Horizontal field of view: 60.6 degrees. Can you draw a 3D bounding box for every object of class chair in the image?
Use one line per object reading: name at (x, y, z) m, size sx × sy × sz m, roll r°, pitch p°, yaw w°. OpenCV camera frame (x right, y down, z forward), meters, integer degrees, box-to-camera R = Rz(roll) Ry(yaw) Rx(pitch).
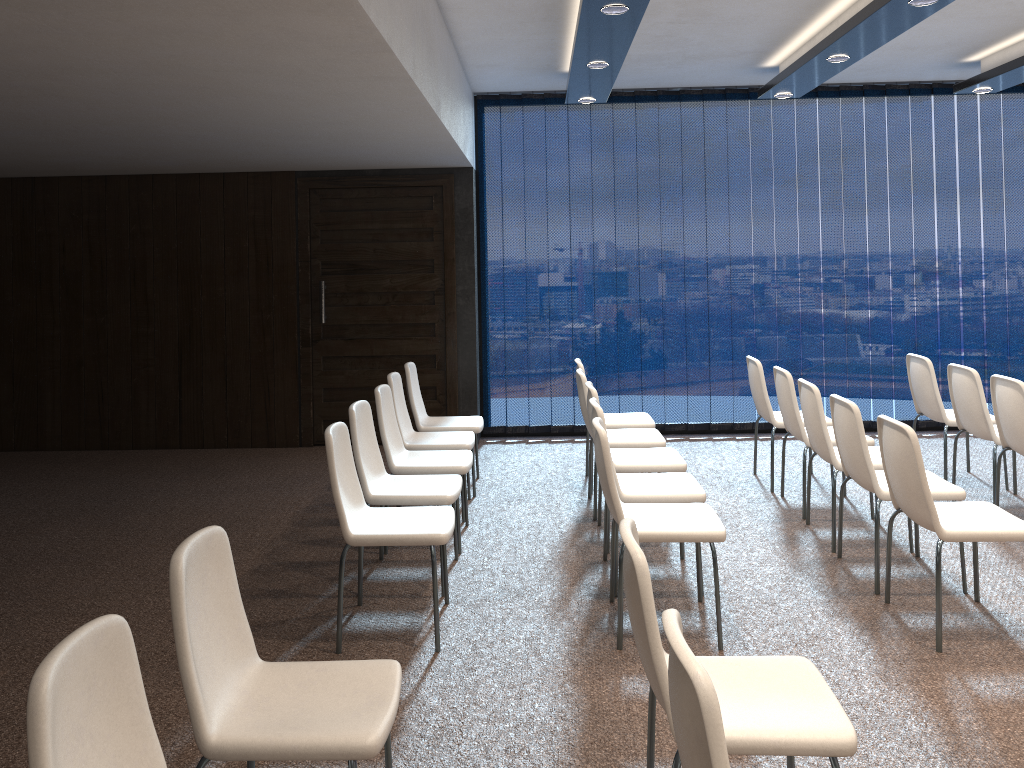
chair at (-0.483, 0.293, 6.296) m, size 0.558 × 0.900 × 0.533 m, roll -1°, pitch 1°, yaw 1°
chair at (3.122, 0.235, 6.189) m, size 0.558 × 0.900 × 0.533 m, roll -1°, pitch 1°, yaw 1°
chair at (1.945, 0.425, 5.002) m, size 0.558 × 0.900 × 0.533 m, roll -1°, pitch 1°, yaw 4°
chair at (0.583, 0.917, 1.671) m, size 0.558 × 0.900 × 0.533 m, roll -1°, pitch 1°, yaw 0°
chair at (3.092, 0.400, 5.017) m, size 0.558 × 0.900 × 0.533 m, roll -1°, pitch 1°, yaw 1°
chair at (1.975, 0.251, 6.245) m, size 0.558 × 0.900 × 0.533 m, roll -1°, pitch 1°, yaw 3°
chair at (-0.510, 0.457, 5.127) m, size 0.558 × 0.900 × 0.533 m, roll -1°, pitch 1°, yaw 2°
chair at (-0.581, 0.850, 2.319) m, size 0.558 × 0.900 × 0.533 m, roll -1°, pitch 1°, yaw 1°
chair at (0.682, 0.527, 4.453) m, size 0.558 × 0.900 × 0.533 m, roll -1°, pitch 1°, yaw 1°
chair at (0.713, 0.439, 5.074) m, size 0.558 × 0.900 × 0.533 m, roll -1°, pitch 1°, yaw 1°
chair at (1.986, 0.338, 5.620) m, size 0.558 × 0.900 × 0.533 m, roll -1°, pitch 1°, yaw 3°
chair at (-0.535, 0.628, 3.902) m, size 0.558 × 0.900 × 0.533 m, roll -1°, pitch 1°, yaw 1°
chair at (1.916, 0.593, 3.803) m, size 0.558 × 0.900 × 0.533 m, roll -1°, pitch 1°, yaw 1°
chair at (-0.590, 0.936, 1.702) m, size 0.558 × 0.900 × 0.533 m, roll -1°, pitch 1°, yaw 0°
chair at (-0.542, 0.542, 4.520) m, size 0.558 × 0.900 × 0.533 m, roll -1°, pitch 1°, yaw 4°
chair at (0.705, 0.354, 5.687) m, size 0.558 × 0.900 × 0.533 m, roll -1°, pitch 1°, yaw 2°
chair at (0.738, 0.268, 6.298) m, size 0.558 × 0.900 × 0.533 m, roll -1°, pitch 1°, yaw 2°
chair at (1.923, 0.507, 4.416) m, size 0.558 × 0.900 × 0.533 m, roll -1°, pitch 1°, yaw 2°
chair at (0.573, 0.829, 2.302) m, size 0.558 × 0.900 × 0.533 m, roll -1°, pitch 1°, yaw 4°
chair at (-0.522, 0.375, 5.716) m, size 0.558 × 0.900 × 0.533 m, roll -1°, pitch 1°, yaw 2°
chair at (3.114, 0.322, 5.571) m, size 0.558 × 0.900 × 0.533 m, roll -1°, pitch 1°, yaw 0°
chair at (0.644, 0.608, 3.876) m, size 0.558 × 0.900 × 0.533 m, roll -1°, pitch 1°, yaw 3°

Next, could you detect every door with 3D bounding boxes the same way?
door at (-1.190, -0.659, 7.842) m, size 1.400 × 2.405 × 0.269 m, roll -1°, pitch -1°, yaw 2°

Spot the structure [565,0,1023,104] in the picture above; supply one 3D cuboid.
structure at (6.886, -1.999, 3.107) m, size 13.140 × 0.229 × 8.137 m, roll -1°, pitch 8°, yaw 2°
